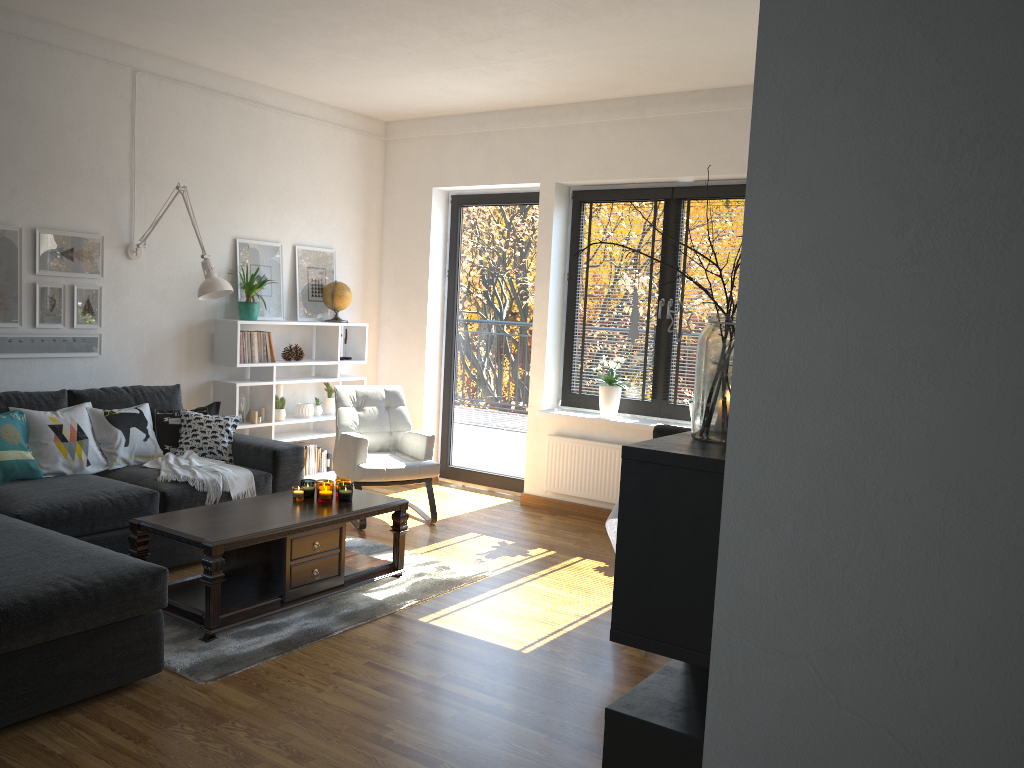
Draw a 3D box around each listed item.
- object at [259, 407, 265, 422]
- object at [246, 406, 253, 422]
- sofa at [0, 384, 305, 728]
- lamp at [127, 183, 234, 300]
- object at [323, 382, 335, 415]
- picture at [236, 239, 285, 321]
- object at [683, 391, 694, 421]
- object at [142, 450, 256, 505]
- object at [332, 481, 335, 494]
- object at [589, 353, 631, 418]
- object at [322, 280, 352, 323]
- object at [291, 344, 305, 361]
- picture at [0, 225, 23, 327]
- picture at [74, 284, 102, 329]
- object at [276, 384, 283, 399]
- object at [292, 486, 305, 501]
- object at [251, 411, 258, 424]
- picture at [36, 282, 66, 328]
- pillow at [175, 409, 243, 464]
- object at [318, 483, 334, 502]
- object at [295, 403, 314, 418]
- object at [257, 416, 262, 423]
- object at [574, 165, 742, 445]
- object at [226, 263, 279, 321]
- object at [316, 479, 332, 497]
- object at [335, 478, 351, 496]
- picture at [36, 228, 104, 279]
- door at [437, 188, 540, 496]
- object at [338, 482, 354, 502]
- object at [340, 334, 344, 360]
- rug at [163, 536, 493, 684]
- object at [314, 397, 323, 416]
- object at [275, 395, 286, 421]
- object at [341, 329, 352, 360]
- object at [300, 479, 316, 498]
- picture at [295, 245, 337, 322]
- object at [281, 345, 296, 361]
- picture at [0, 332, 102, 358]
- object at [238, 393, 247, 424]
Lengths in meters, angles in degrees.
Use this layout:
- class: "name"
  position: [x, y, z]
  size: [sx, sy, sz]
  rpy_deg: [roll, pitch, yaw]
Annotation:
- class: "object"
  position: [-1.674, 0.207, 5.942]
  size: [0.039, 0.099, 0.039]
  rpy_deg: [6, 6, 30]
- class: "object"
  position: [-1.750, 0.198, 5.944]
  size: [0.062, 0.108, 0.062]
  rpy_deg: [7, 7, 34]
- class: "sofa"
  position: [-1.870, 0.536, 4.023]
  size: [2.161, 0.849, 2.507]
  rpy_deg: [6, 6, 34]
- class: "lamp"
  position: [-1.915, -0.830, 5.171]
  size: [0.697, 0.670, 0.200]
  rpy_deg: [5, 6, 25]
- class: "object"
  position: [-1.331, 0.109, 6.494]
  size: [0.098, 0.236, 0.097]
  rpy_deg: [5, 6, 21]
- class: "picture"
  position: [-1.710, -0.703, 6.032]
  size: [0.059, 0.533, 0.389]
  rpy_deg: [7, 7, 34]
- class: "object"
  position: [1.216, 0.168, 5.619]
  size: [0.267, 0.237, 0.283]
  rpy_deg: [4, 5, 16]
- class: "object"
  position: [-1.729, 0.500, 4.677]
  size: [0.605, 0.212, 0.488]
  rpy_deg: [6, 6, 30]
- class: "object"
  position: [-0.921, 0.521, 4.451]
  size: [0.059, 0.061, 0.060]
  rpy_deg: [7, 7, 39]
- class: "object"
  position: [0.655, 0.009, 5.928]
  size: [0.286, 0.444, 0.340]
  rpy_deg: [5, 6, 22]
- class: "object"
  position: [-1.279, -0.604, 6.486]
  size: [0.217, 0.306, 0.215]
  rpy_deg: [-1, 7, -39]
- class: "object"
  position: [-1.504, -0.221, 6.226]
  size: [0.101, 0.125, 0.096]
  rpy_deg: [-2, 7, -41]
- class: "picture"
  position: [-2.732, -0.562, 4.585]
  size: [0.013, 0.535, 0.389]
  rpy_deg: [7, 7, 34]
- class: "picture"
  position: [-2.425, -0.442, 5.065]
  size: [0.021, 0.248, 0.166]
  rpy_deg: [7, 7, 34]
- class: "object"
  position: [-1.627, 0.118, 6.194]
  size: [0.051, 0.238, 0.051]
  rpy_deg: [-1, 7, -38]
- class: "object"
  position: [-1.034, 0.529, 4.292]
  size: [0.059, 0.061, 0.060]
  rpy_deg: [7, 7, 39]
- class: "object"
  position: [-1.765, 0.216, 5.866]
  size: [0.176, 0.084, 0.078]
  rpy_deg: [3, 5, 2]
- class: "picture"
  position: [-2.545, -0.433, 4.890]
  size: [0.021, 0.248, 0.166]
  rpy_deg: [7, 7, 34]
- class: "pillow"
  position: [-1.726, 0.308, 5.056]
  size: [0.358, 0.313, 0.169]
  rpy_deg: [2, 6, -15]
- class: "object"
  position: [-0.902, 0.526, 4.292]
  size: [0.079, 0.081, 0.079]
  rpy_deg: [6, 6, 29]
- class: "object"
  position: [-1.471, 0.188, 6.287]
  size: [0.134, 0.098, 0.132]
  rpy_deg: [3, 5, 4]
- class: "object"
  position: [-1.685, 0.238, 5.900]
  size: [0.040, 0.044, 0.040]
  rpy_deg: [0, 6, -29]
- class: "object"
  position: [0.301, -0.173, 1.395]
  size: [0.425, 0.522, 0.298]
  rpy_deg: [6, 6, 31]
- class: "object"
  position: [-1.723, -0.606, 5.841]
  size: [0.387, 0.372, 0.424]
  rpy_deg: [5, 6, 21]
- class: "object"
  position: [-0.928, 0.517, 4.376]
  size: [0.079, 0.081, 0.079]
  rpy_deg: [6, 6, 29]
- class: "object"
  position: [-0.844, 0.517, 4.428]
  size: [0.079, 0.081, 0.079]
  rpy_deg: [6, 6, 29]
- class: "picture"
  position: [-2.467, -0.724, 4.954]
  size: [0.021, 0.248, 0.389]
  rpy_deg: [7, 6, 34]
- class: "door"
  position: [-0.139, -0.320, 6.709]
  size: [0.975, 2.278, 0.119]
  rpy_deg: [7, 7, 34]
- class: "object"
  position: [-0.813, 0.527, 4.329]
  size: [0.079, 0.081, 0.079]
  rpy_deg: [6, 6, 29]
- class: "object"
  position: [-1.308, -0.285, 6.517]
  size: [0.134, 0.217, 0.066]
  rpy_deg: [-2, 7, -41]
- class: "rug"
  position: [-1.033, 0.980, 4.205]
  size: [1.051, 0.034, 1.812]
  rpy_deg: [6, 6, 33]
- class: "object"
  position: [-1.406, 0.162, 6.408]
  size: [0.072, 0.137, 0.072]
  rpy_deg: [4, 6, 14]
- class: "object"
  position: [-1.585, 0.166, 6.033]
  size: [0.088, 0.173, 0.087]
  rpy_deg: [-2, 7, -40]
- class: "object"
  position: [-1.241, -0.298, 6.631]
  size: [0.066, 0.230, 0.075]
  rpy_deg: [4, 6, 14]
- class: "object"
  position: [-1.005, 0.514, 4.363]
  size: [0.079, 0.081, 0.079]
  rpy_deg: [6, 6, 29]
- class: "picture"
  position: [-1.422, -0.724, 6.452]
  size: [0.059, 0.533, 0.389]
  rpy_deg: [7, 7, 34]
- class: "object"
  position: [-1.552, -0.219, 6.161]
  size: [0.102, 0.127, 0.094]
  rpy_deg: [2, 5, -10]
- class: "picture"
  position: [-2.625, -0.211, 4.810]
  size: [0.021, 0.136, 0.836]
  rpy_deg: [7, 6, 34]
- class: "object"
  position: [-1.811, 0.157, 5.862]
  size: [0.108, 0.198, 0.108]
  rpy_deg: [-2, 8, -44]
